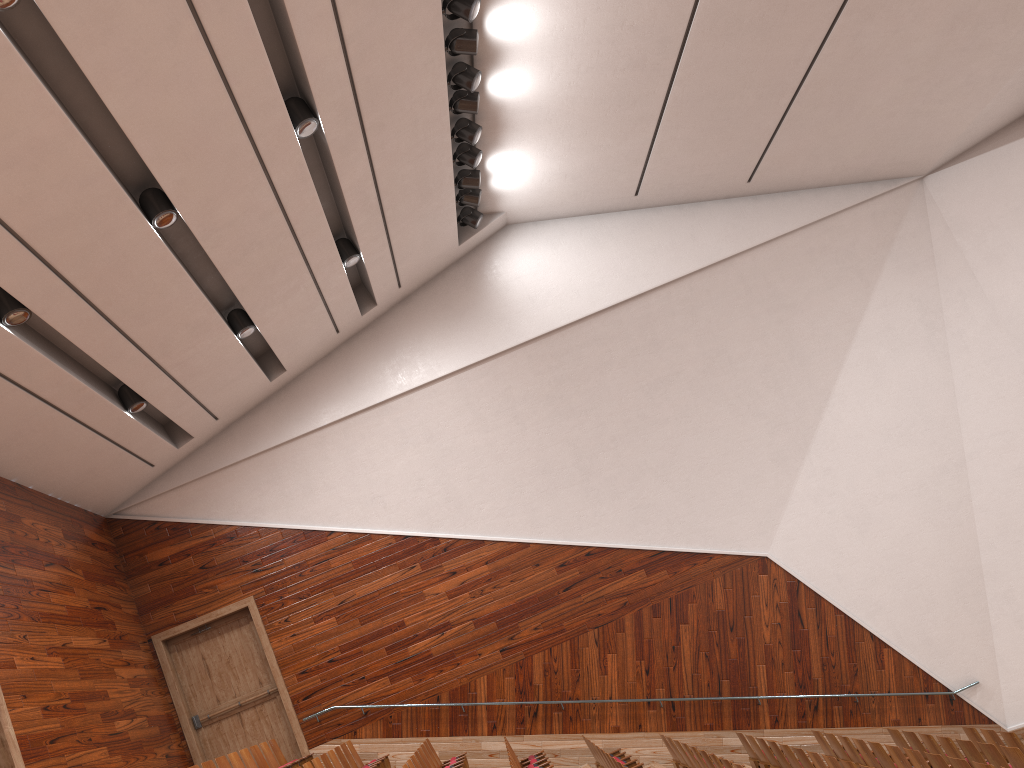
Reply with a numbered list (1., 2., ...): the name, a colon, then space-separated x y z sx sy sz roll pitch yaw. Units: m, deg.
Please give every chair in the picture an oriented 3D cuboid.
1. chair: 0.170 0.244 0.423 0.766 0.364 1.221 -21 -16 -7

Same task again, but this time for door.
1. door: -0.361 0.414 1.147 0.139 0.234 0.025 -22 -10 -6

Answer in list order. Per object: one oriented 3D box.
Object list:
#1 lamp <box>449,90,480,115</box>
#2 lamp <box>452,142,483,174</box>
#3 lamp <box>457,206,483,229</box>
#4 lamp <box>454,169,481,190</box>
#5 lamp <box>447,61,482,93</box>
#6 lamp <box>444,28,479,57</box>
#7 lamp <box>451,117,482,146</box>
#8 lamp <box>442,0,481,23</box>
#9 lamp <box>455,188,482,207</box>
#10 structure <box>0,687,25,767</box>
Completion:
1. lamp: -0.053 -0.293 0.921 0.044 0.030 0.031 -21 -13 -6
2. lamp: -0.056 -0.262 1.017 0.045 0.031 0.031 -21 -13 -6
3. lamp: -0.059 -0.217 1.157 0.045 0.031 0.031 -21 -13 -6
4. lamp: -0.057 -0.246 1.066 0.044 0.030 0.031 -21 -13 -6
5. lamp: -0.052 -0.306 0.881 0.045 0.031 0.031 -22 -13 -6
6. lamp: -0.051 -0.321 0.832 0.044 0.030 0.031 -21 -13 -6
7. lamp: -0.054 -0.277 0.971 0.045 0.031 0.031 -22 -13 -6
8. lamp: -0.049 -0.337 0.785 0.045 0.031 0.031 -22 -13 -6
9. lamp: -0.058 -0.233 1.106 0.044 0.030 0.031 -21 -13 -6
10. structure: -0.362 0.142 0.428 0.143 0.321 0.120 -22 -10 -7
